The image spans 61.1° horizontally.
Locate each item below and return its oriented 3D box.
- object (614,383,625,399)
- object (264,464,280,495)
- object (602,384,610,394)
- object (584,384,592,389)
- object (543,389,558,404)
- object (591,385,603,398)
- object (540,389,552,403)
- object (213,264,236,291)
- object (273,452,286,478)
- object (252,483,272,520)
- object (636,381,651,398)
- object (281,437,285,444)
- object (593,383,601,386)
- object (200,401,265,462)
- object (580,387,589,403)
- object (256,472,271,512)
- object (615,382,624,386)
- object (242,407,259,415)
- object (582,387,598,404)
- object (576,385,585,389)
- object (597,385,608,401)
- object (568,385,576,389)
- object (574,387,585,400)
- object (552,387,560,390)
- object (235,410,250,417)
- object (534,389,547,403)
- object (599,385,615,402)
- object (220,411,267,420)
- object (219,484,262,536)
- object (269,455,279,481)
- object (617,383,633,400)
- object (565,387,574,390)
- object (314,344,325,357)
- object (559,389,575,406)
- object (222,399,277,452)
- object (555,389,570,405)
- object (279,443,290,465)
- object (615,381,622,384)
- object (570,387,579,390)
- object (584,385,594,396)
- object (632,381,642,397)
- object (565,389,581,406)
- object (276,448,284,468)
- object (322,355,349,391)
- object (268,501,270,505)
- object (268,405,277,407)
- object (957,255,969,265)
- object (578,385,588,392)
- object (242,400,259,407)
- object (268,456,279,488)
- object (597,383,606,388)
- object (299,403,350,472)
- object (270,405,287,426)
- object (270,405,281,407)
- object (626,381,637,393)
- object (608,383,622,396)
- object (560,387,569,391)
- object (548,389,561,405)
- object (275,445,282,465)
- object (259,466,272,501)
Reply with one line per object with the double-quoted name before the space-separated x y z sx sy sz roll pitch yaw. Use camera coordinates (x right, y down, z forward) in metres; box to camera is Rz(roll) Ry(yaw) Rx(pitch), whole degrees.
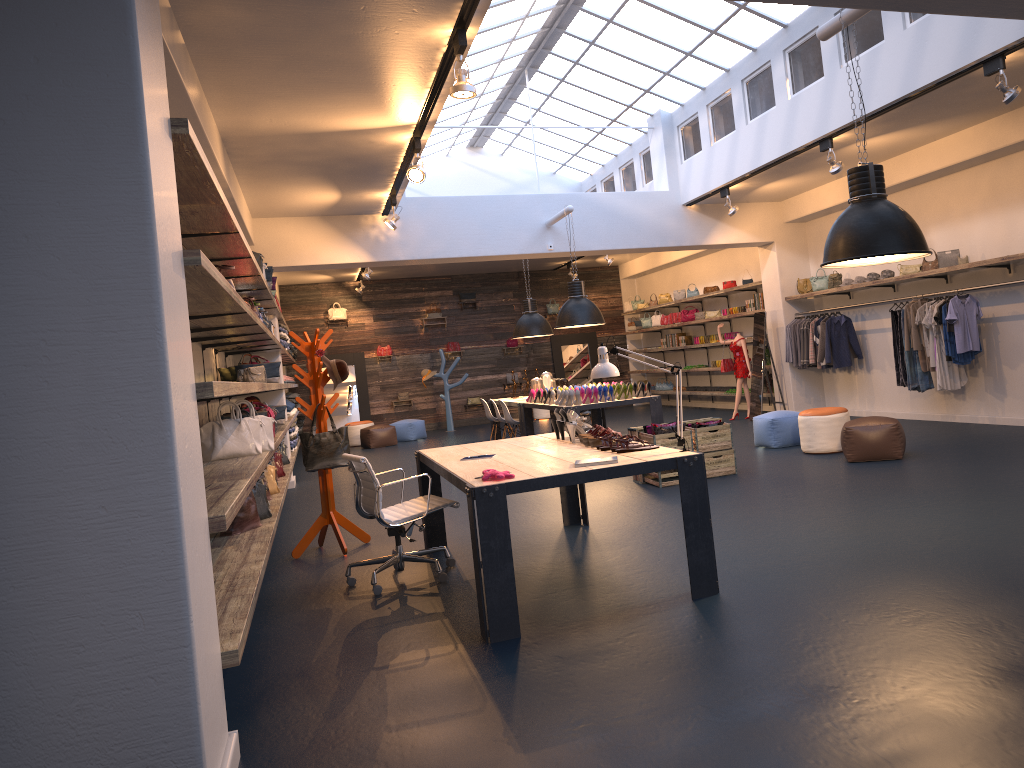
"object" 1.374 0.092 11.099 0.212 0.195 0.229 -6 0 -16
"object" -2.194 0.783 7.525 0.182 0.386 0.448 -6 0 23
"object" 1.235 0.095 11.593 0.212 0.195 0.229 -6 0 -16
"object" 1.058 0.095 12.375 0.214 0.195 0.227 -6 0 -20
"object" 0.525 0.164 11.648 0.214 0.195 0.227 -6 0 -21
"object" 1.096 0.115 11.298 0.213 0.195 0.228 -6 0 -19
"object" 0.487 0.162 11.909 0.208 0.195 0.234 -6 0 -8
"object" -1.948 -0.633 5.802 0.205 0.339 0.396 -6 0 23
"object" -2.506 0.784 8.909 0.182 0.386 0.448 -6 0 23
"object" -1.878 0.783 6.121 0.182 0.386 0.449 -6 0 24
"object" 1.659 0.068 10.926 0.212 0.195 0.229 -6 0 -16
"object" -2.887 0.812 10.684 0.203 0.339 0.399 -6 0 26
"object" 1.162 0.090 12.151 0.212 0.195 0.229 -6 0 -16
"object" -1.889 0.307 5.848 0.462 0.386 0.176 -6 -1 -39
"object" 0.905 0.142 10.940 0.212 0.195 0.229 -6 0 -16
"object" -1.926 0.809 6.426 0.203 0.339 0.399 -6 0 26
"object" 1.448 0.072 11.703 0.208 0.195 0.235 -6 0 -8
"object" -1.957 0.333 6.456 0.245 0.329 0.104 -5 -1 -13
"object" 0.968 0.141 10.676 0.214 0.195 0.228 -6 0 -19
"object" 0.935 0.114 12.073 0.212 0.195 0.229 -6 0 -16
"object" 1.133 0.117 11.050 0.212 0.195 0.229 -6 0 -16
"object" 0.847 0.117 12.320 0.212 0.195 0.229 -6 0 -16
"object" 0.854 0.141 11.193 0.210 0.195 0.232 -6 0 -12
"object" 0.618 0.142 12.237 0.211 0.195 0.231 -6 0 -13
"object" -1.969 0.345 6.322 0.352 0.309 0.149 -6 -1 -10
"object" 0.404 0.165 12.142 0.212 0.195 0.229 -6 0 -16
"object" 1.178 0.118 10.775 0.208 0.195 0.234 -6 0 -8
"object" -2.022 0.360 6.577 0.338 0.285 0.182 -6 -1 1
"object" -1.797 0.810 5.762 0.205 0.339 0.396 -6 0 23
"object" -2.427 0.811 8.552 0.205 0.339 0.396 -6 0 23
"object" 1.414 0.094 10.840 0.215 0.195 0.226 -6 0 -23
"object" 0.755 0.140 11.701 0.212 0.195 0.229 -6 0 -16
"object" -1.487 -0.260 6.715 0.084 0.112 0.060 -5 -1 -36
"object" 0.688 0.165 10.848 0.216 0.195 0.225 -6 0 -25
"object" -1.870 0.300 6.088 0.462 0.386 0.176 -6 -1 -39
"object" 0.657 0.162 11.116 0.217 0.195 0.223 -6 0 -30
"object" -2.815 0.784 10.315 0.184 0.386 0.445 -6 0 20
"object" 1.449 0.066 11.962 0.214 0.195 0.227 -6 0 -20
"object" 0.810 0.140 11.441 0.208 0.195 0.234 -6 0 -8
"object" 1.014 0.118 11.531 0.212 0.195 0.229 -6 0 -16
"object" 1.597 0.068 11.187 0.212 0.195 0.229 -6 0 -16
"object" 0.748 0.165 10.583 0.210 0.195 0.233 -6 0 -11
"object" -2.732 0.812 9.903 0.205 0.339 0.396 -6 0 23
"object" -1.391 -0.093 6.888 0.190 0.290 0.261 -5 0 -8
"object" -2.086 0.804 6.742 0.167 0.367 0.407 -6 0 27
"object" -3.028 0.398 10.472 0.454 0.236 0.163 -6 0 -41
"object" 5.493 -1.506 10.574 0.124 0.134 0.085 -6 -1 19
"object" 0.960 0.117 11.821 0.219 0.195 0.230 -6 0 -17
"object" -2.324 0.325 7.795 0.201 0.362 0.266 -6 -1 36
"object" -2.257 0.810 7.894 0.203 0.339 0.399 -6 0 26
"object" 1.205 0.092 11.885 0.212 0.195 0.229 -6 0 -16
"object" -1.437 0.405 6.675 0.391 0.525 0.192 -5 -1 -12
"object" -2.849 0.384 10.177 0.453 0.232 0.163 -6 0 -35
"object" -2.945 0.391 10.317 0.454 0.232 0.163 -6 0 -43
"object" 1.553 0.067 11.453 0.212 0.195 0.229 -6 0 -16
"object" 1.339 0.090 11.346 0.214 0.195 0.227 -6 0 -21
"object" 0.703 0.139 11.973 0.212 0.195 0.229 -6 0 -16
"object" 0.573 0.165 11.392 0.208 0.195 0.235 -6 0 -7
"object" -2.556 0.811 9.215 0.203 0.339 0.399 -6 0 26
"object" -2.102 0.811 7.113 0.205 0.339 0.396 -6 0 23
